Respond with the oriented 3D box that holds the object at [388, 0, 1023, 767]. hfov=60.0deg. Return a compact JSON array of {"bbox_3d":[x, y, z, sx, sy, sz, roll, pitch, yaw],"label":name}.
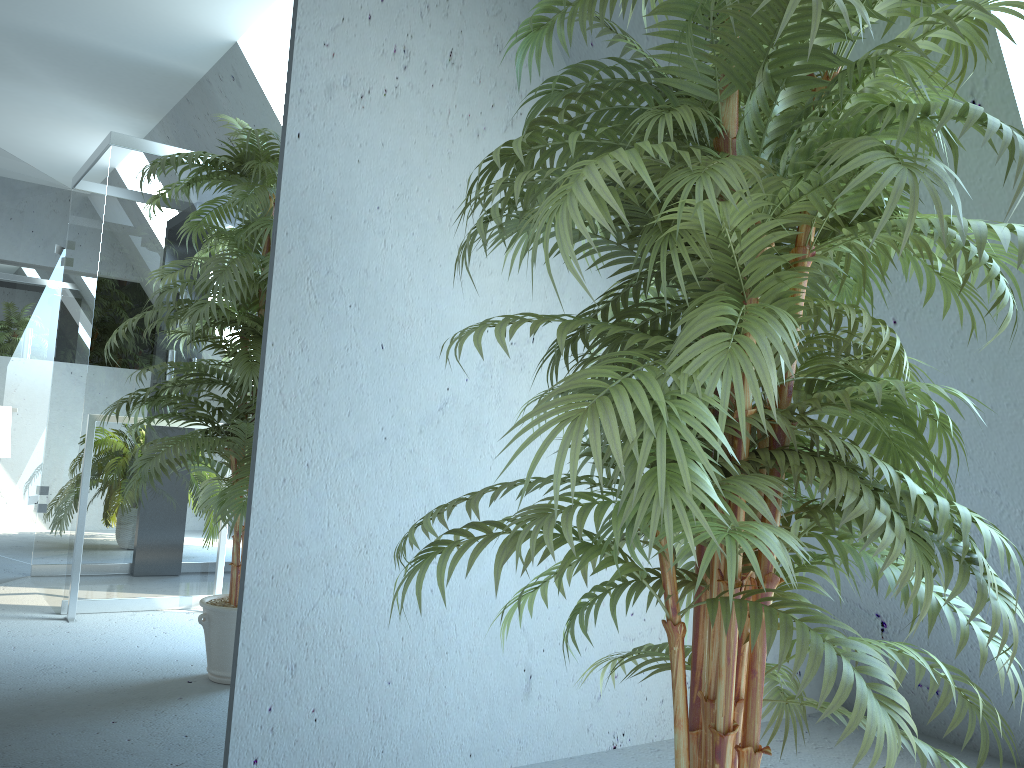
[{"bbox_3d":[0.354,-0.038,1.373,0.980,2.034,1.020,3,-4,14],"label":"object"}]
